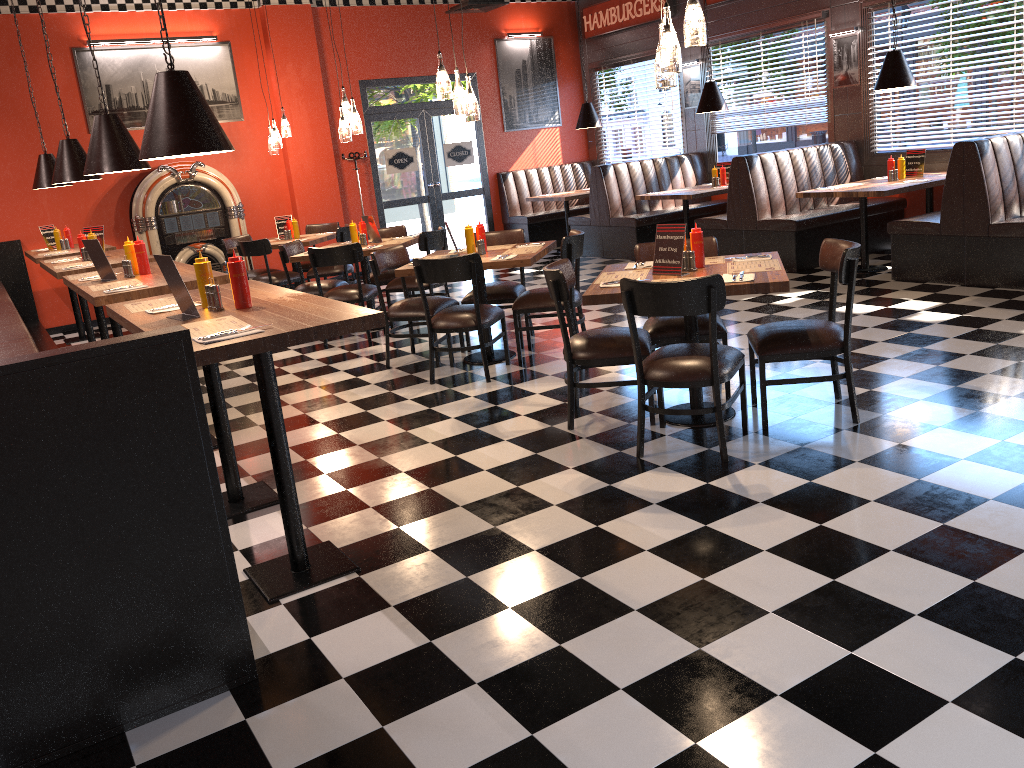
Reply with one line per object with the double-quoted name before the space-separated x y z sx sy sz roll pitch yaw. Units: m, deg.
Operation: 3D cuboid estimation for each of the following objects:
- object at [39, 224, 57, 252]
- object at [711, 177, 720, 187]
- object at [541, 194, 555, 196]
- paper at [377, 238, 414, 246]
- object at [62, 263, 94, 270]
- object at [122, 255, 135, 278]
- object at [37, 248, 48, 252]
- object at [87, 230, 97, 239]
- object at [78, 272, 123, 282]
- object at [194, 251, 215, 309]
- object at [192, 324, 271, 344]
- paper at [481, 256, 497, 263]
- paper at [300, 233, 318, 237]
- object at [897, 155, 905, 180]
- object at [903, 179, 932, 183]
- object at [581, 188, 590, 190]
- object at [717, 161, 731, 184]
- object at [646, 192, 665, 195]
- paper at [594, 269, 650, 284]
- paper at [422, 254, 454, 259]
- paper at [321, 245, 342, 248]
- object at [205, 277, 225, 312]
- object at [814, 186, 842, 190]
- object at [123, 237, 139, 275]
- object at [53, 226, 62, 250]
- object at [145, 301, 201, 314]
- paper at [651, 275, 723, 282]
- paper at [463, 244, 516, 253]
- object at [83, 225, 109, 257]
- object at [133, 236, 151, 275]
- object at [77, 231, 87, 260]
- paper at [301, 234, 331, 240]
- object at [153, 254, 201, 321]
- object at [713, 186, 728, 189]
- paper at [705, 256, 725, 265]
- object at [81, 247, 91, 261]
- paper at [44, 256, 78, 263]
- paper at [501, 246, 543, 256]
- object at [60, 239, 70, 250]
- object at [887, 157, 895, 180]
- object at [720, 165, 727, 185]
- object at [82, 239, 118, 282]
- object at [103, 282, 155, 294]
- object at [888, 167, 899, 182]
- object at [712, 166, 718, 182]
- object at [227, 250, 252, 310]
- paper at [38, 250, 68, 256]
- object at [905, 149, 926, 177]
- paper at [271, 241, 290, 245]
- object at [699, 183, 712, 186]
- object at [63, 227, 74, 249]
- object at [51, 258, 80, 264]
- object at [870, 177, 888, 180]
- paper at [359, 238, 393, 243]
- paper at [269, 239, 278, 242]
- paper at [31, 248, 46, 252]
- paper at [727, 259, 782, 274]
"object" -4.703 -1.492 9.043 0.072 0.254 0.190 -2 14 19
"object" 2.387 -2.386 10.394 0.094 0.135 0.047 1 15 29
"object" 0.497 -2.645 12.391 0.158 0.019 0.256 -15 17 -28
"paper" -1.073 -1.306 8.138 0.261 0.001 0.369 -3 15 13
"object" -3.187 -0.873 6.552 0.256 0.019 0.158 -16 18 -32
"object" -2.327 -0.712 5.361 0.047 0.135 0.094 -17 17 -39
"object" -4.844 -1.415 9.275 0.256 0.019 0.158 -16 18 -32
"object" -3.385 -1.130 7.168 0.068 0.235 0.068 -18 17 -40
"object" -2.580 -0.675 5.557 0.256 0.019 0.158 -16 18 -32
"object" -1.277 -0.436 3.688 0.068 0.235 0.068 2 16 34
"object" -0.942 -0.176 3.002 0.256 0.019 0.158 -16 18 -32
"paper" -0.295 -0.845 6.097 0.365 0.001 0.264 -3 15 13
"paper" -2.404 -1.709 10.205 0.365 0.001 0.264 -3 15 14
"object" 3.726 -2.078 8.477 0.068 0.235 0.068 -8 13 -7
"object" 3.687 -1.858 8.098 0.158 0.019 0.256 -16 17 -30
"object" 1.128 -2.814 12.746 0.158 0.019 0.256 -17 18 -33
"object" 2.544 -2.528 10.619 0.188 0.254 0.073 1 15 29
"object" 1.689 -2.228 10.334 0.158 0.019 0.257 -13 16 -24
"paper" 0.587 -0.572 4.702 0.261 0.001 0.369 -3 15 14
"paper" -0.555 -0.918 6.477 0.261 0.001 0.369 -2 16 15
"paper" -1.724 -1.270 8.287 0.261 0.001 0.369 -3 15 13
"object" -1.214 -0.366 3.599 0.047 0.135 0.094 -17 17 -38
"object" 3.010 -1.858 8.391 0.158 0.019 0.256 -15 17 -28
"object" -2.346 -0.790 5.463 0.068 0.235 0.068 -12 14 -21
"object" -4.611 -1.482 9.002 0.068 0.235 0.068 -16 16 -36
"object" -1.439 -0.338 3.814 0.256 0.019 0.158 -16 18 -32
"paper" 0.849 -0.495 4.306 0.365 0.001 0.264 -2 16 17
"paper" -0.165 -1.032 6.734 0.365 0.001 0.264 -3 15 13
"object" -3.430 -1.162 7.269 0.188 0.254 0.073 -4 13 11
"object" -2.265 -0.787 5.416 0.068 0.235 0.068 -9 13 -10
"object" -3.476 -1.124 7.185 0.068 0.235 0.068 -16 16 -34
"paper" -2.176 -1.627 9.804 0.261 0.001 0.369 -3 15 13
"object" -1.320 -0.387 3.487 0.073 0.254 0.189 -17 17 -37
"object" 2.393 -2.238 10.064 0.158 0.019 0.256 -17 18 -33
"paper" 0.992 -0.675 4.913 0.365 0.001 0.264 -3 15 14
"object" -3.410 -1.053 7.094 0.093 0.135 0.047 -1 14 24
"paper" -3.870 -1.069 7.603 0.262 0.001 0.367 -14 17 -27
"paper" 0.070 -0.953 6.337 0.261 0.001 0.369 -3 15 12
"object" -4.512 -1.422 8.935 0.047 0.135 0.094 4 17 38
"object" 3.633 -2.070 8.486 0.068 0.235 0.068 -8 13 -7
"object" 2.492 -2.470 10.460 0.068 0.235 0.068 5 17 42
"object" -2.466 -0.742 5.297 0.188 0.254 0.073 4 17 38
"object" -2.053 -0.520 4.755 0.256 0.019 0.158 -16 18 -32
"object" 3.620 -1.994 8.411 0.094 0.135 0.047 -8 13 -5
"object" 2.400 -2.464 10.477 0.068 0.235 0.068 5 17 42
"object" -1.097 -0.422 3.557 0.068 0.235 0.068 2 16 34
"paper" -4.478 -1.279 8.643 0.262 0.001 0.367 -14 17 -27
"object" 3.910 -2.142 8.599 0.073 0.254 0.189 -17 17 -39
"paper" -2.546 -1.521 9.570 0.365 0.001 0.264 -3 15 14
"object" 2.415 -2.426 10.752 0.158 0.019 0.256 -15 17 -30
"object" -4.527 -1.502 9.040 0.068 0.235 0.068 -16 16 -36
"object" -3.671 -1.026 7.326 0.256 0.019 0.158 -16 18 -32
"object" 3.706 -2.046 8.786 0.158 0.019 0.256 -17 18 -33
"paper" -1.324 -1.375 8.505 0.365 0.001 0.264 -3 15 13
"paper" -2.798 -1.595 9.955 0.261 0.001 0.369 -2 16 16
"paper" -4.992 -1.442 9.470 0.262 0.001 0.367 -14 17 -27
"paper" 1.236 -0.604 4.541 0.261 0.001 0.369 -3 16 14
